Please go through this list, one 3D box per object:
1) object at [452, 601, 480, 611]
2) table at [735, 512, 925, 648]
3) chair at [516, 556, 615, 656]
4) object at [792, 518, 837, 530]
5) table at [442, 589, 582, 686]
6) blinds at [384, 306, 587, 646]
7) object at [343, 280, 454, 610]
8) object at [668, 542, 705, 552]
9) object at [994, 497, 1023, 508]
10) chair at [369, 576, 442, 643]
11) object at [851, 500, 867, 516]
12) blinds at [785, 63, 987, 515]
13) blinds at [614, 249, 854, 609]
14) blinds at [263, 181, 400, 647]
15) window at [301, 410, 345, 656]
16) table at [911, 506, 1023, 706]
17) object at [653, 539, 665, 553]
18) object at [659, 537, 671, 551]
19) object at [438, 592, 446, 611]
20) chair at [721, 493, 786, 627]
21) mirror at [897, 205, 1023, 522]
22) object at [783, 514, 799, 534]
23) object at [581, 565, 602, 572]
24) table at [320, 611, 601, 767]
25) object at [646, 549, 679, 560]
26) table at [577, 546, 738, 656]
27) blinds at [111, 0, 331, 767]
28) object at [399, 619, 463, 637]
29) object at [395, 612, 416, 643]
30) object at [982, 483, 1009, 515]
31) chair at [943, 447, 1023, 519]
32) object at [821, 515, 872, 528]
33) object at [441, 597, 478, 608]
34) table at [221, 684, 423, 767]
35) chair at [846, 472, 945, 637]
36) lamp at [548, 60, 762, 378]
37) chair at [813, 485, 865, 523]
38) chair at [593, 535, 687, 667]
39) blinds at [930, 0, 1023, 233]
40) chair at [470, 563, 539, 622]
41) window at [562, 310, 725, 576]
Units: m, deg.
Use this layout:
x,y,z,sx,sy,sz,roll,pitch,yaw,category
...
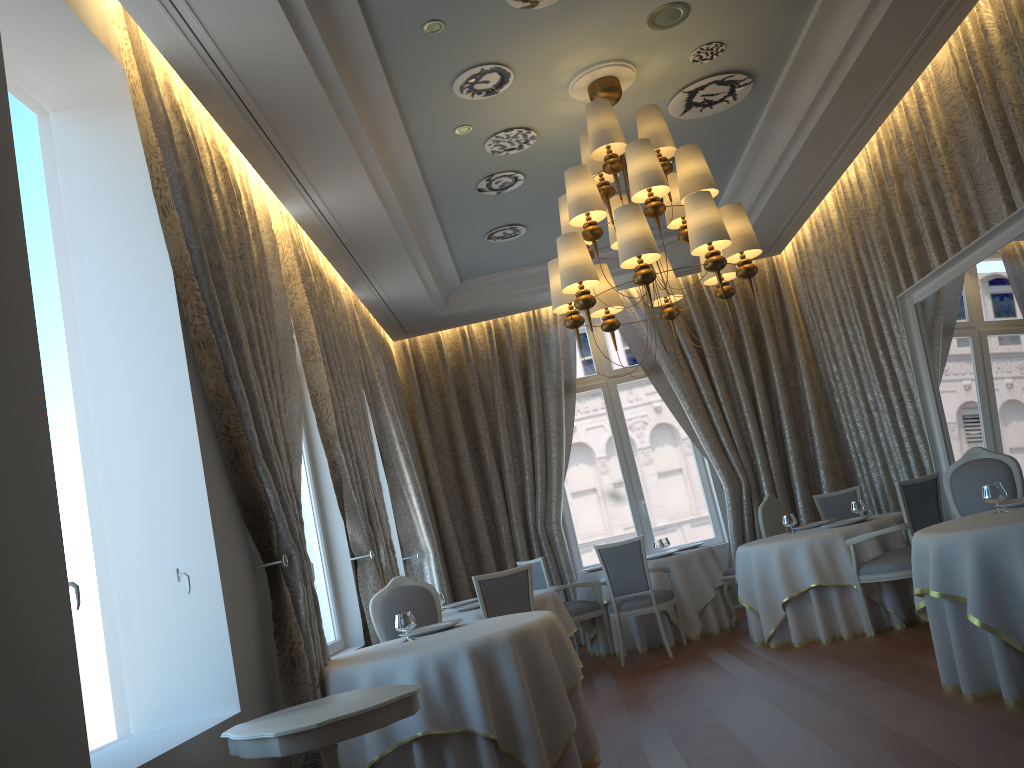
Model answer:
x,y,z,sx,sy,sz,roll,pitch,yaw,category
-0.296,1.843,7.388,0.419,0.036,0.419,-12,-10,-1,object
2.808,1.696,7.721,1.663,0.890,1.667,-15,-11,14,table
0.534,2.302,9.137,0.629,1.108,0.650,-5,-13,-34,chair
2.806,1.310,8.235,0.419,0.036,0.419,-12,-10,-1,object
-0.237,2.383,7.760,1.667,0.890,1.663,-12,-11,-6,table
-0.107,0.855,10.789,2.535,4.901,0.386,-13,-10,0,blinds
-1.163,0.943,9.756,0.386,4.901,2.121,-13,-10,0,object
1.899,1.780,9.648,0.419,0.036,0.419,-12,-10,-1,object
3.060,0.679,5.202,0.419,0.036,0.419,-12,-10,-1,object
-0.572,1.897,6.003,0.563,1.233,0.690,-8,-11,-24,chair
3.012,1.094,7.692,0.128,0.165,0.128,-13,-10,0,object
3.692,-0.413,8.671,0.238,4.819,4.439,-13,-10,1,blinds
2.699,0.223,10.765,2.476,4.901,0.386,-13,-10,0,blinds
-1.335,0.528,7.613,0.335,4.969,2.257,-13,-10,1,blinds
-1.682,0.340,6.396,0.259,3.306,1.882,-13,-10,0,window
3.035,1.074,4.704,1.663,0.890,1.667,-11,-11,-11,table
1.578,1.759,9.509,0.128,0.165,0.128,-13,-10,0,object
1.714,1.808,9.927,0.128,0.165,0.128,-13,-10,0,object
-0.669,1.987,8.061,0.128,0.165,0.128,-13,-10,0,object
2.513,1.794,9.101,0.690,1.233,0.563,-21,-14,40,chair
3.510,0.286,6.314,0.385,2.564,2.251,-13,-10,0,mirror
2.537,1.274,8.078,0.128,0.165,0.128,-13,-10,0,object
0.944,1.960,9.472,0.419,0.036,0.419,-12,-10,-1,object
-0.366,1.921,5.165,1.663,0.890,1.667,-11,-11,-11,table
1.526,1.775,9.181,0.419,0.036,0.419,-12,-10,-1,object
1.532,2.322,9.527,1.667,0.890,1.663,-16,-11,19,table
-1.471,0.100,5.195,0.315,4.930,2.204,-13,-10,0,blinds
-0.513,1.563,5.652,0.419,0.036,0.419,-12,-10,-1,object
-0.640,1.469,5.357,0.128,0.165,0.128,-9,-11,-17,object
2.754,0.652,5.050,0.128,0.165,0.128,-19,-12,30,object
2.982,1.034,5.640,0.690,1.233,0.563,-4,-13,-39,chair
2.806,1.157,7.429,0.419,0.036,0.419,-12,-10,-1,object
-0.453,2.048,8.284,0.419,0.036,0.419,-12,-10,-1,object
-0.703,1.738,3.630,0.760,0.801,0.761,-21,-14,39,table
3.027,1.302,6.799,0.650,1.108,0.629,-7,-12,-29,chair
0.867,-1.163,6.140,1.373,2.121,1.373,-21,-13,37,lamp
3.400,1.619,8.916,0.650,1.108,0.629,-16,-11,20,chair
1.190,2.017,8.409,0.650,1.108,0.629,-15,-11,15,chair
3.490,-1.182,4.371,0.238,4.819,4.439,-13,-10,1,blinds
-0.064,1.982,6.740,0.650,1.108,0.629,-8,-11,-24,chair
1.351,0.569,11.189,1.881,3.306,0.196,-13,-10,0,window
